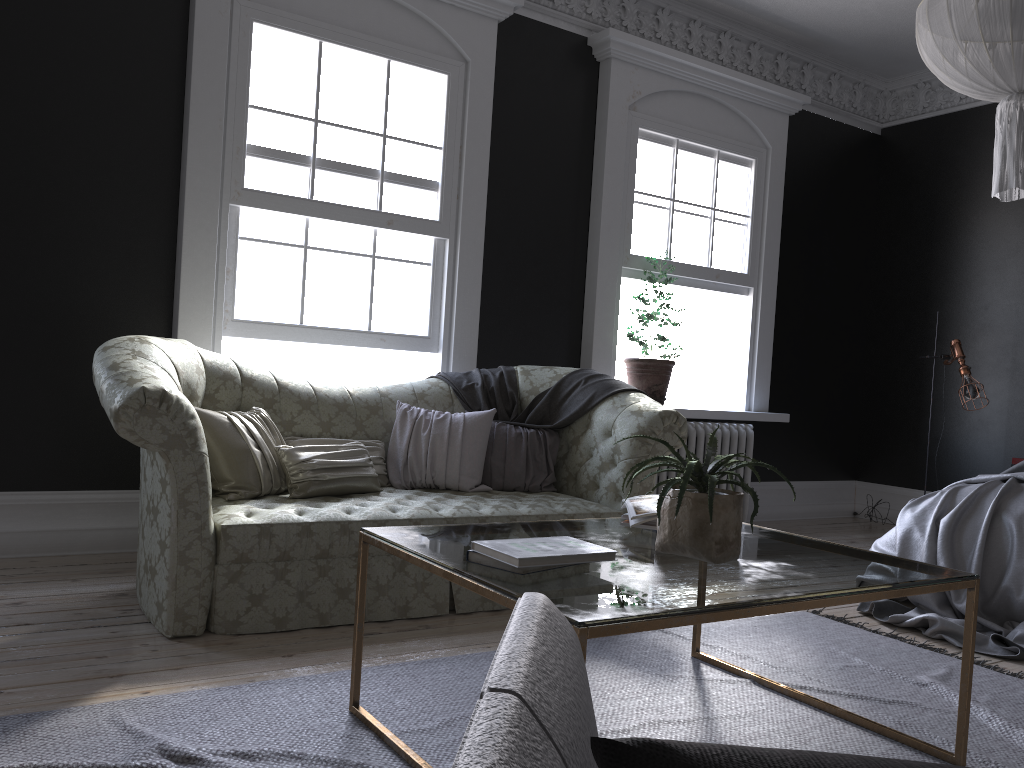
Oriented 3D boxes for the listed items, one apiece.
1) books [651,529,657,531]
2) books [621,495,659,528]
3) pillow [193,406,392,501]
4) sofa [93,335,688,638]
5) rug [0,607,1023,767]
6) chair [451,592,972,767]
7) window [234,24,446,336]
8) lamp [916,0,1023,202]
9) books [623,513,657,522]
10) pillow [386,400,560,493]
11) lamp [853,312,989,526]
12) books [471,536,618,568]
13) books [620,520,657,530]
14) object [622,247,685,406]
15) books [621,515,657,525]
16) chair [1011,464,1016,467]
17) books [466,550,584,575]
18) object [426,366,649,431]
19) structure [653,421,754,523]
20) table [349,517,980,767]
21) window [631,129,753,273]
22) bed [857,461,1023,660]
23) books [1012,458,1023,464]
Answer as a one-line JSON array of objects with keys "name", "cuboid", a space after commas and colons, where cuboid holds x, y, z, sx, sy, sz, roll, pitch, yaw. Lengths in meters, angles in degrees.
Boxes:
[{"name": "books", "cuboid": [0.581, 0.484, 3.007, 0.231, 0.023, 0.162, 3, 0, -32]}, {"name": "books", "cuboid": [0.516, 0.407, 2.942, 0.273, 0.109, 0.322, 4, 0, 2]}, {"name": "pillow", "cuboid": [-1.008, 0.314, 4.188, 1.106, 0.416, 0.528, 3, 1, -33]}, {"name": "sofa", "cuboid": [-0.648, 0.424, 4.511, 2.814, 1.161, 1.605, 3, 1, -32]}, {"name": "rug", "cuboid": [0.530, 1.043, 2.522, 3.646, 0.050, 2.104, 3, 0, -32]}, {"name": "chair", "cuboid": [0.322, 0.625, 0.621, 0.818, 0.863, 0.770, 4, 1, 8]}, {"name": "window", "cuboid": [-0.982, -1.139, 5.231, 1.263, 1.672, 0.056, 3, 1, -33]}, {"name": "lamp", "cuboid": [1.982, -1.727, 3.367, 0.783, 2.049, 0.782, 4, 1, 11]}, {"name": "books", "cuboid": [0.550, 0.443, 2.986, 0.252, 0.011, 0.318, 4, 0, 29]}, {"name": "pillow", "cuboid": [-0.181, 0.344, 4.751, 0.964, 0.462, 0.404, 3, 1, -25]}, {"name": "lamp", "cuboid": [3.281, 0.326, 7.150, 0.437, 1.779, 1.717, 4, 1, 5]}, {"name": "books", "cuboid": [0.083, 0.427, 2.270, 0.307, 0.024, 0.220, 3, 0, -33]}, {"name": "books", "cuboid": [0.530, 0.464, 2.966, 0.252, 0.011, 0.318, 4, 0, 24]}, {"name": "object", "cuboid": [1.023, -0.401, 6.399, 0.474, 1.134, 0.505, 4, 1, 7]}, {"name": "books", "cuboid": [0.561, 0.455, 2.997, 0.252, 0.011, 0.318, 4, 0, 39]}, {"name": "chair", "cuboid": [3.692, 0.915, 6.191, 0.613, 0.673, 0.613, 4, 1, 11]}, {"name": "books", "cuboid": [0.048, 0.452, 2.328, 0.193, 0.030, 0.289, 4, 0, 41]}, {"name": "object", "cuboid": [0.121, 0.183, 5.114, 1.366, 0.585, 0.517, 4, 1, 16]}, {"name": "structure", "cuboid": [1.356, 0.700, 6.609, 1.141, 0.849, 0.276, 3, 1, -33]}, {"name": "table", "cuboid": [0.426, 0.769, 2.617, 1.449, 0.558, 1.092, 3, 0, -33]}, {"name": "window", "cuboid": [1.362, -1.324, 6.736, 1.263, 1.017, 0.056, 3, 1, -33]}, {"name": "bed", "cuboid": [3.507, 0.592, 4.595, 3.285, 1.299, 2.763, 3, 1, -44]}, {"name": "books", "cuboid": [3.720, 0.558, 6.172, 0.275, 0.045, 0.346, 4, 0, -3]}]
